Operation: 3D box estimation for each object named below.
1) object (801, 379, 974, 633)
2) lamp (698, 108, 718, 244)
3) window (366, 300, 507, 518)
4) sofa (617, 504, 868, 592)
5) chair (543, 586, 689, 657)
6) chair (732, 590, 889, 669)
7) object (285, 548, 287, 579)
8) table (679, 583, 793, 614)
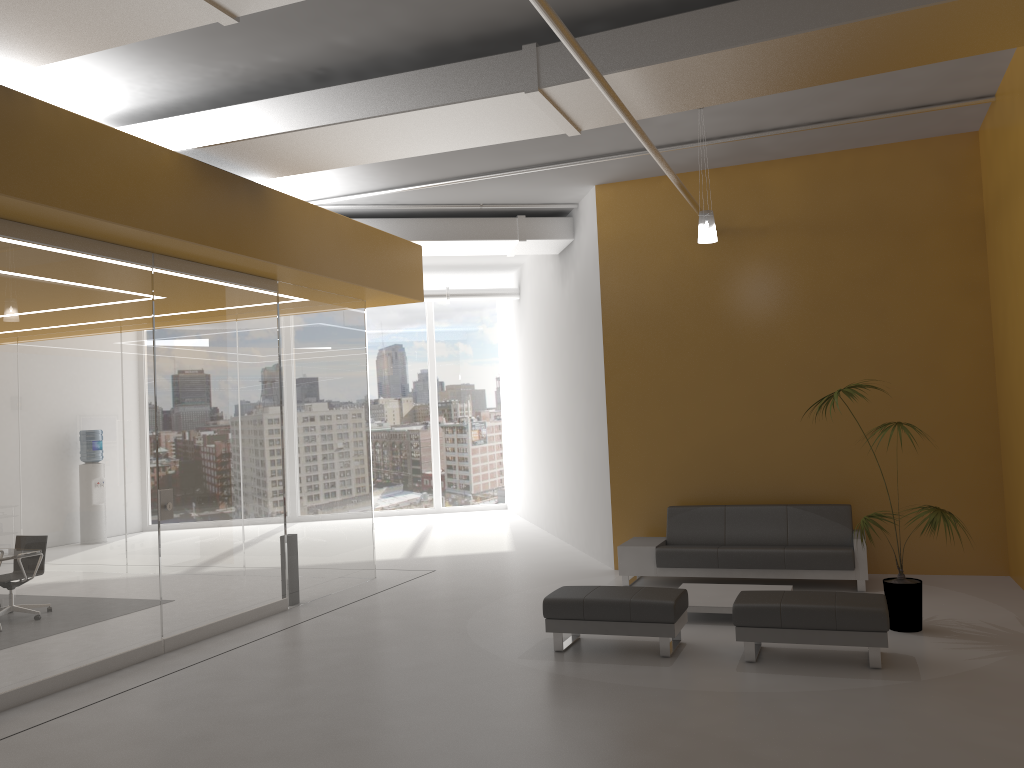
[{"bbox_3d":[2.917,0.938,6.960,0.912,1.956,1.222,-1,-3,-29],"label":"object"},{"bbox_3d":[1.716,-1.878,7.930,0.174,1.227,0.174,-1,-3,-28],"label":"lamp"},{"bbox_3d":[-3.003,0.435,17.865,8.533,4.498,0.100,-2,-3,-9],"label":"window"},{"bbox_3d":[2.347,1.662,9.110,2.400,0.761,0.860,-4,-3,21],"label":"sofa"},{"bbox_3d":[0.802,1.793,6.771,1.012,0.423,0.575,-4,-3,21],"label":"chair"},{"bbox_3d":[2.108,1.710,6.252,1.012,0.423,0.575,-4,-3,21],"label":"chair"},{"bbox_3d":[-2.286,1.897,9.067,0.124,0.706,0.152,-3,-3,16],"label":"object"},{"bbox_3d":[1.916,1.926,7.784,1.000,0.150,1.000,-4,-3,21],"label":"table"}]
